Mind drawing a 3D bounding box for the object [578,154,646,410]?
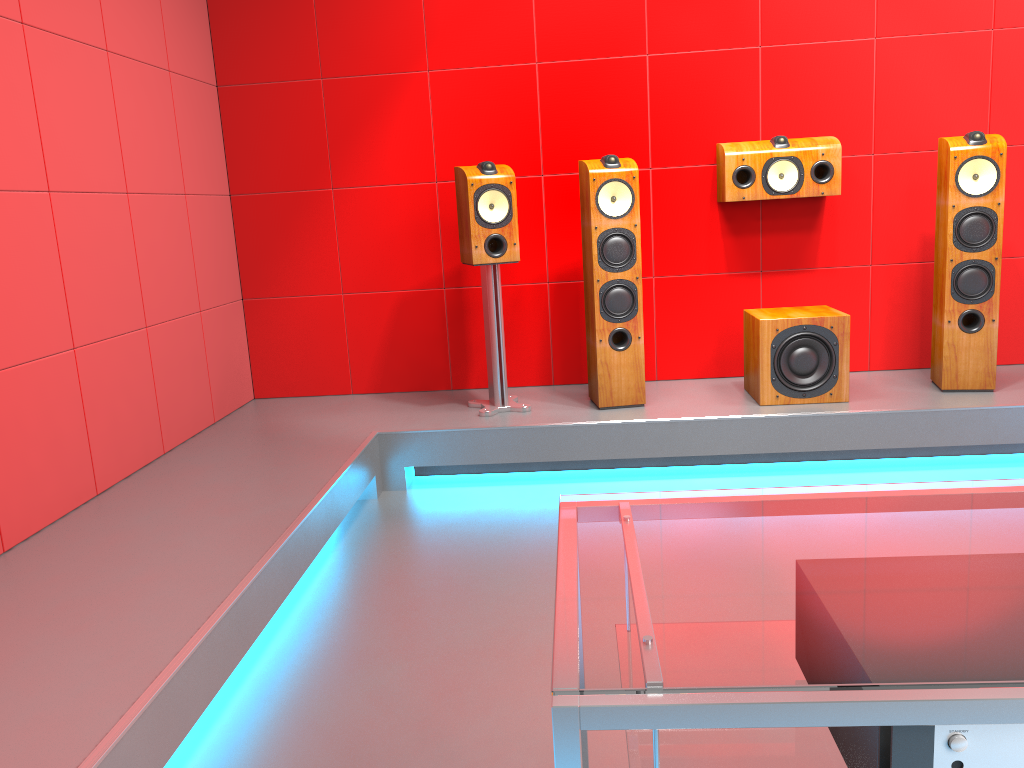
[{"bbox_3d":[0.427,-0.431,3.772,0.203,1.052,0.238,-5,11,-5],"label":"object"}]

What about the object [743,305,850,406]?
[{"bbox_3d":[1.203,-0.127,3.778,0.360,0.360,0.360,-3,11,4],"label":"object"}]

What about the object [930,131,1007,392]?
[{"bbox_3d":[1.887,-0.502,3.680,0.203,1.052,0.238,-1,12,14],"label":"object"}]

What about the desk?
[{"bbox_3d":[0.820,0.525,1.076,1.617,0.690,0.594,-3,11,4],"label":"desk"}]

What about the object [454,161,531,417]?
[{"bbox_3d":[-0.088,-0.411,3.811,0.231,1.058,0.265,-7,12,-15],"label":"object"}]

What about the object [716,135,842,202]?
[{"bbox_3d":[1.179,-0.961,3.941,0.493,0.271,0.235,-3,11,4],"label":"object"}]

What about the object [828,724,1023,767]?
[{"bbox_3d":[0.581,0.339,0.988,0.431,0.158,0.371,-3,11,4],"label":"object"}]
